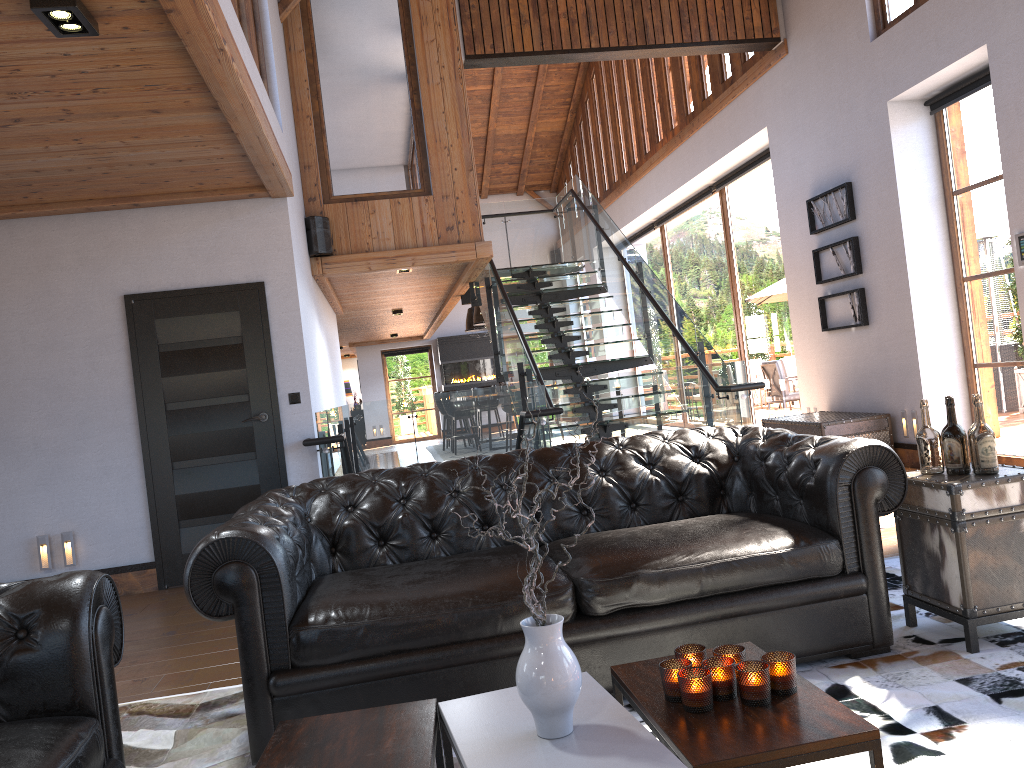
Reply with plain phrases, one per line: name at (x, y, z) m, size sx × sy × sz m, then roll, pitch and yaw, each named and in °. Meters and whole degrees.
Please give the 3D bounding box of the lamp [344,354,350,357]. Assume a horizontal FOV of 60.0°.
lamp at (-4.573, -0.789, 24.551) m, size 0.156 × 0.068 × 0.260 m, roll -7°, pitch 0°, yaw -9°

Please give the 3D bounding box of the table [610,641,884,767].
table at (0.526, 0.903, 2.088) m, size 0.402 × 0.350 × 0.647 m, roll -7°, pitch 0°, yaw -9°

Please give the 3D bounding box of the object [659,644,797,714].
object at (0.502, 0.688, 2.072) m, size 0.299 × 0.081 × 0.249 m, roll -7°, pitch 0°, yaw 30°

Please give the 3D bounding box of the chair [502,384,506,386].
chair at (0.127, 0.523, 13.858) m, size 0.506 × 1.092 × 0.566 m, roll -7°, pitch 0°, yaw -10°

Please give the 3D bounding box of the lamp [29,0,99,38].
lamp at (-1.624, -1.346, 3.222) m, size 0.156 × 0.068 × 0.260 m, roll -7°, pitch 0°, yaw -9°

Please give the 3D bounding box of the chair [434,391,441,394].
chair at (-1.056, 0.655, 15.888) m, size 0.574 × 1.092 × 0.499 m, roll -7°, pitch 0°, yaw -25°

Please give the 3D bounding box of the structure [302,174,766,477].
structure at (2.421, 0.428, 10.869) m, size 9.248 × 6.399 × 10.981 m, roll -7°, pitch 0°, yaw -9°

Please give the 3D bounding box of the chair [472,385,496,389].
chair at (-0.493, 0.579, 17.820) m, size 0.506 × 1.092 × 0.566 m, roll -7°, pitch 0°, yaw -10°

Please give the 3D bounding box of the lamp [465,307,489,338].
lamp at (-0.855, -3.224, 16.965) m, size 0.614 × 4.685 × 0.629 m, roll -7°, pitch 0°, yaw 36°

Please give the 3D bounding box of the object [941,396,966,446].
object at (1.694, 0.188, 3.404) m, size 0.086 × 0.286 × 0.088 m, roll -7°, pitch 0°, yaw 31°

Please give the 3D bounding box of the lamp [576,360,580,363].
lamp at (1.308, -0.322, 19.907) m, size 0.470 × 0.725 × 0.470 m, roll -7°, pitch 0°, yaw 0°

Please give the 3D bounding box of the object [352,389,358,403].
object at (-3.606, 0.359, 20.464) m, size 0.152 × 0.504 × 0.323 m, roll -7°, pitch 0°, yaw -9°

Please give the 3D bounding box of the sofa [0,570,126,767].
sofa at (-1.449, 0.905, 1.150) m, size 1.245 × 0.838 × 2.555 m, roll -7°, pitch 0°, yaw -9°

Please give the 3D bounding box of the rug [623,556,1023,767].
rug at (1.902, 0.889, 3.360) m, size 3.823 × 0.053 × 2.422 m, roll -7°, pitch 0°, yaw -8°

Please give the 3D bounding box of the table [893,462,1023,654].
table at (1.737, 0.630, 3.322) m, size 0.407 × 0.609 × 0.416 m, roll -7°, pitch 0°, yaw -9°

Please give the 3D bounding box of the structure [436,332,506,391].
structure at (-0.895, -0.305, 20.193) m, size 1.450 × 1.649 × 0.431 m, roll -7°, pitch 0°, yaw -9°

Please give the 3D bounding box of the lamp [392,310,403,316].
lamp at (-1.720, -1.077, 13.313) m, size 0.156 × 0.068 × 0.260 m, roll -7°, pitch 0°, yaw -9°

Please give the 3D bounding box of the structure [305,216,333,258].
structure at (-1.745, -1.331, 8.009) m, size 0.214 × 0.349 × 0.213 m, roll -7°, pitch 0°, yaw -9°

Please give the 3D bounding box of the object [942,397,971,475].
object at (1.653, 0.193, 3.314) m, size 0.088 × 0.286 × 0.087 m, roll -7°, pitch 0°, yaw -31°

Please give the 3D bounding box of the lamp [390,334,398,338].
lamp at (-2.465, -1.012, 18.528) m, size 0.156 × 0.068 × 0.260 m, roll -7°, pitch 0°, yaw -9°

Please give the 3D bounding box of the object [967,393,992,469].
object at (1.768, 0.179, 3.350) m, size 0.087 × 0.286 × 0.087 m, roll -7°, pitch 0°, yaw 4°

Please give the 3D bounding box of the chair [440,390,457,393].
chair at (-0.871, 0.638, 14.947) m, size 0.571 × 1.092 × 0.502 m, roll -7°, pitch 0°, yaw -10°

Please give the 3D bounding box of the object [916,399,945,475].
object at (1.592, 0.200, 3.390) m, size 0.089 × 0.286 × 0.086 m, roll -7°, pitch 0°, yaw -32°

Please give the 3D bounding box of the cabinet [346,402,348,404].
cabinet at (-3.237, 0.917, 14.871) m, size 0.892 × 1.104 × 4.782 m, roll -7°, pitch 0°, yaw -8°

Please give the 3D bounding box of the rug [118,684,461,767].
rug at (-1.018, 1.246, 1.751) m, size 2.441 × 0.053 × 4.029 m, roll -7°, pitch 0°, yaw -8°

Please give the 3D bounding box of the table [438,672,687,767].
table at (0.099, 0.954, 1.991) m, size 0.402 × 0.350 × 0.646 m, roll -7°, pitch 0°, yaw -14°

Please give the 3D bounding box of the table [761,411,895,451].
table at (2.932, 0.534, 8.322) m, size 0.687 × 0.470 × 1.249 m, roll -7°, pitch 0°, yaw -8°

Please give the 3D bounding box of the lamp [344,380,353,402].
lamp at (-4.167, 0.699, 24.959) m, size 1.647 × 1.699 × 0.517 m, roll -7°, pitch 0°, yaw -31°

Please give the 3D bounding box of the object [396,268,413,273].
object at (-1.052, -1.134, 8.636) m, size 0.156 × 0.068 × 0.260 m, roll -7°, pitch 0°, yaw -9°

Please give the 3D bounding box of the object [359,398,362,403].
object at (-3.614, 0.476, 20.775) m, size 0.210 × 0.270 × 0.286 m, roll -7°, pitch 0°, yaw -9°

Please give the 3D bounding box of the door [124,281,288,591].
door at (-2.100, 0.350, 6.216) m, size 0.945 × 2.055 × 0.143 m, roll -7°, pitch 0°, yaw -10°

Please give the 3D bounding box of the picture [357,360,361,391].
picture at (-3.547, -0.167, 20.623) m, size 0.020 × 0.782 × 0.560 m, roll -7°, pitch 0°, yaw -8°

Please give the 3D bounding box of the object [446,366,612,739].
object at (0.066, 0.375, 2.026) m, size 0.406 × 0.808 × 0.620 m, roll -7°, pitch 0°, yaw 3°

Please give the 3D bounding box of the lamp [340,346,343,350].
lamp at (-4.012, -0.837, 20.622) m, size 0.156 × 0.068 × 0.260 m, roll -7°, pitch 0°, yaw -9°

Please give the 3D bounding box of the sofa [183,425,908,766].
sofa at (0.146, 0.703, 3.577) m, size 2.577 × 0.838 × 1.234 m, roll -7°, pitch 0°, yaw -10°

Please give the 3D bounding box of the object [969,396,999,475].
object at (1.718, 0.186, 3.242) m, size 0.087 × 0.286 × 0.087 m, roll -7°, pitch 0°, yaw 1°

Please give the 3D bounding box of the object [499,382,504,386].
object at (-0.140, 0.040, 15.889) m, size 0.114 × 0.253 × 0.224 m, roll -7°, pitch 0°, yaw 44°

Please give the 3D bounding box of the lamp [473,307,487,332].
lamp at (-0.630, -3.243, 15.395) m, size 0.614 × 4.685 × 0.629 m, roll -7°, pitch 0°, yaw 36°

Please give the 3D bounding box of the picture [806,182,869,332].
picture at (3.078, -1.176, 8.417) m, size 0.059 × 1.312 × 0.771 m, roll -7°, pitch 0°, yaw -8°

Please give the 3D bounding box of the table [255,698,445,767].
table at (-0.354, 1.008, 1.950) m, size 0.401 × 0.350 × 0.649 m, roll -7°, pitch 0°, yaw -4°
